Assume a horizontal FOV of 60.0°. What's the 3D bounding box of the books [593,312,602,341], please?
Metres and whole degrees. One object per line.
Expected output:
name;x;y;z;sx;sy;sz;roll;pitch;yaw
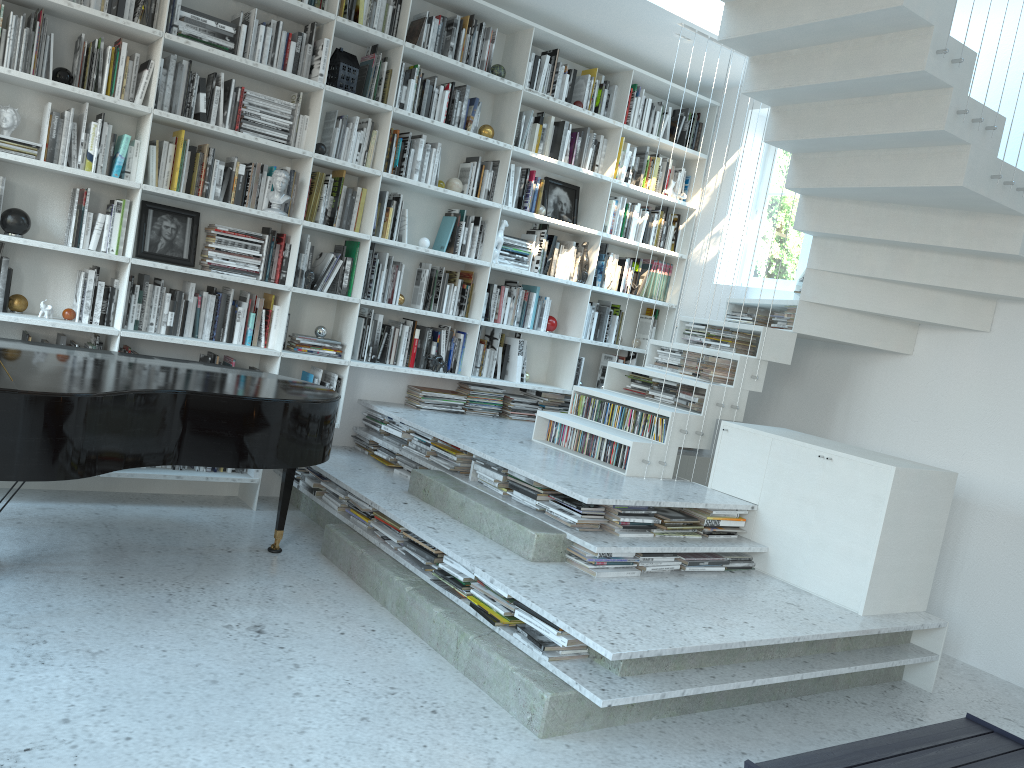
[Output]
books;0.572;-0.425;6.403;0.025;0.208;0.148;7;6;-36

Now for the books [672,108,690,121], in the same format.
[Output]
books;1.219;-1.868;6.533;0.014;0.314;0.161;7;6;-36

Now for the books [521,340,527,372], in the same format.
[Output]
books;0.023;-0.168;6.065;0.025;0.288;0.159;7;6;-36

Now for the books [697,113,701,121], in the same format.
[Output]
books;1.325;-1.858;6.620;0.014;0.319;0.144;7;6;-36

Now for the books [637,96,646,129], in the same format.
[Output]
books;0.859;-1.897;6.276;0.027;0.276;0.148;7;6;-36

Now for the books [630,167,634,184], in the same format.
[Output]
books;0.786;-1.495;6.269;0.038;0.199;0.170;7;6;-36

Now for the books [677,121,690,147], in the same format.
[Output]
books;1.213;-1.818;6.512;0.012;0.216;0.192;7;6;-36

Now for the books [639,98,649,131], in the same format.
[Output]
books;0.880;-1.885;6.288;0.022;0.259;0.163;7;6;-36

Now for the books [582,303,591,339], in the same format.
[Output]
books;0.474;-0.458;6.309;0.024;0.252;0.175;7;6;-36

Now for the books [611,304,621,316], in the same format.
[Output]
books;0.713;-0.444;6.487;0.011;0.285;0.160;7;6;-36

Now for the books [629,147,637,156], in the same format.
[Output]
books;0.790;-1.524;6.215;0.023;0.264;0.158;7;6;-36

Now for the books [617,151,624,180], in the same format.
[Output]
books;0.693;-1.506;6.137;0.024;0.205;0.165;7;6;-36

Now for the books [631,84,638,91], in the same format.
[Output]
books;0.798;-1.933;6.230;0.014;0.332;0.142;7;6;-36

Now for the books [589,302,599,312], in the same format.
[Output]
books;0.553;-0.457;6.391;0.024;0.267;0.133;7;6;-36

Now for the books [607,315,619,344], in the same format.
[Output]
books;0.698;-0.405;6.475;0.021;0.205;0.174;7;6;-36

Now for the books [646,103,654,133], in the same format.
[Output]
books;0.926;-1.875;6.333;0.027;0.250;0.154;7;6;-36

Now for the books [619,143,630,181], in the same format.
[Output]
books;0.723;-1.530;6.142;0.026;0.263;0.189;7;6;-36

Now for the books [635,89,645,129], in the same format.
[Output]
books;0.841;-1.913;6.248;0.012;0.306;0.184;7;6;-36

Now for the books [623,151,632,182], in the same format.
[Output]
books;0.744;-1.509;6.175;0.049;0.224;0.161;7;6;-36

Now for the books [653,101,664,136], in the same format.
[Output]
books;1.004;-1.883;6.387;0.012;0.285;0.159;7;6;-36

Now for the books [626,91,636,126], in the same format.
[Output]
books;0.778;-1.902;6.193;0.012;0.269;0.184;7;6;-36

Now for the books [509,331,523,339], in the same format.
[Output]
books;-0.001;-0.193;6.071;0.012;0.326;0.136;7;6;-36

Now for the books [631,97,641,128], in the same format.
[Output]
books;0.812;-1.886;6.233;0.023;0.244;0.182;7;6;-36

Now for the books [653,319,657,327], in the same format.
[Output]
books;1.026;-0.380;6.733;0.022;0.237;0.152;7;6;-36

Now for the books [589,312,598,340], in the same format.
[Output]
books;0.537;-0.425;6.364;0.029;0.201;0.172;7;6;-36

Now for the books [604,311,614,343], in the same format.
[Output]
books;0.658;-0.424;6.457;0.014;0.231;0.172;7;6;-36

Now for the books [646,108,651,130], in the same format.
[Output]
books;0.915;-1.869;6.314;0.011;0.237;0.148;7;6;-36

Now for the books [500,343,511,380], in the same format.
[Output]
books;-0.091;-0.160;5.997;0.031;0.240;0.171;7;6;-36

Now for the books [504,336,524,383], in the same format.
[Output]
books;-0.020;-0.172;5.991;0.075;0.291;0.254;7;6;-36

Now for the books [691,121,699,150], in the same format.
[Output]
books;1.297;-1.824;6.586;0.014;0.248;0.184;7;6;-36

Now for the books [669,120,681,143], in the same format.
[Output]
books;1.140;-1.816;6.466;0.024;0.193;0.186;7;6;-36

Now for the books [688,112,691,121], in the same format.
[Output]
books;1.243;-1.855;6.558;0.012;0.292;0.139;7;6;-36

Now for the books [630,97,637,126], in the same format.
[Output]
books;0.786;-1.881;6.207;0.022;0.229;0.174;7;6;-36

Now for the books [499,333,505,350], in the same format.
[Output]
books;-0.112;-0.197;5.997;0.010;0.304;0.131;7;6;-36

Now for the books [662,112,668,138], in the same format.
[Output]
books;1.064;-1.851;6.441;0.010;0.236;0.131;7;6;-36

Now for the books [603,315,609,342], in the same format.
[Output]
books;0.624;-0.414;6.444;0.027;0.201;0.163;7;6;-36

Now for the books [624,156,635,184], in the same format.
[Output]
books;0.773;-1.489;6.193;0.024;0.194;0.189;7;6;-36

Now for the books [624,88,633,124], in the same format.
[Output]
books;0.762;-1.914;6.195;0.013;0.287;0.150;7;6;-36

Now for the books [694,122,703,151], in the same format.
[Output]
books;1.319;-1.815;6.587;0.025;0.237;0.187;7;6;-36

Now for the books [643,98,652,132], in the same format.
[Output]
books;0.901;-1.885;6.303;0.029;0.264;0.178;7;6;-36

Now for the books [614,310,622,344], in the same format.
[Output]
books;0.731;-0.427;6.517;0.012;0.254;0.160;7;6;-36

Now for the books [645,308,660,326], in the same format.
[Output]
books;1.043;-0.417;6.746;0.013;0.315;0.129;7;6;-36

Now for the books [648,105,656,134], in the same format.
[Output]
books;0.951;-1.865;6.342;0.025;0.237;0.143;7;6;-36

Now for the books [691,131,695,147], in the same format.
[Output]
books;1.273;-1.794;6.571;0.036;0.183;0.161;7;6;-36

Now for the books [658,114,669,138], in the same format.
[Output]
books;1.042;-1.840;6.412;0.057;0.212;0.162;7;6;-36

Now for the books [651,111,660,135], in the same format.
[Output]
books;0.979;-1.847;6.369;0.026;0.208;0.163;7;6;-36

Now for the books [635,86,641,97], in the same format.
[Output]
books;0.825;-1.927;6.252;0.012;0.327;0.151;7;6;-36

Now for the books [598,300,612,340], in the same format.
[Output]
books;0.650;-0.459;6.451;0.013;0.297;0.141;7;6;-36

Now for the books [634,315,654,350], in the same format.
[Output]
books;0.995;-0.392;6.705;0.012;0.254;0.160;7;6;-36

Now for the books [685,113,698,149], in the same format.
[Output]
books;1.270;-1.845;6.541;0.014;0.287;0.189;7;6;-36

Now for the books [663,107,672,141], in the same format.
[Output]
books;1.096;-1.867;6.456;0.069;0.277;0.131;7;6;-36

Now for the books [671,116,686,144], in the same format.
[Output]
books;1.173;-1.841;6.503;0.068;0.247;0.160;7;6;-36

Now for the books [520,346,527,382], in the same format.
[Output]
books;0.052;-0.158;6.099;0.062;0.274;0.148;7;6;-36

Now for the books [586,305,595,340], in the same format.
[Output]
books;0.517;-0.448;6.351;0.022;0.242;0.151;7;6;-36

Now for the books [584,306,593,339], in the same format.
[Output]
books;0.493;-0.448;6.334;0.037;0.236;0.152;7;6;-36

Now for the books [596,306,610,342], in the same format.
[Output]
books;0.611;-0.437;6.395;0.027;0.249;0.183;7;6;-36

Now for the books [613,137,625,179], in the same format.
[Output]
books;0.688;-1.551;6.123;0.010;0.294;0.182;7;6;-36

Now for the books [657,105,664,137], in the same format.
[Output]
books;1.015;-1.870;6.392;0.015;0.263;0.143;7;6;-36

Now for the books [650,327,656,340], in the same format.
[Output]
books;1.008;-0.353;6.714;0.028;0.181;0.166;7;6;-36

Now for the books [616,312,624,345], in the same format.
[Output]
books;0.742;-0.418;6.522;0.013;0.240;0.166;7;6;-36
